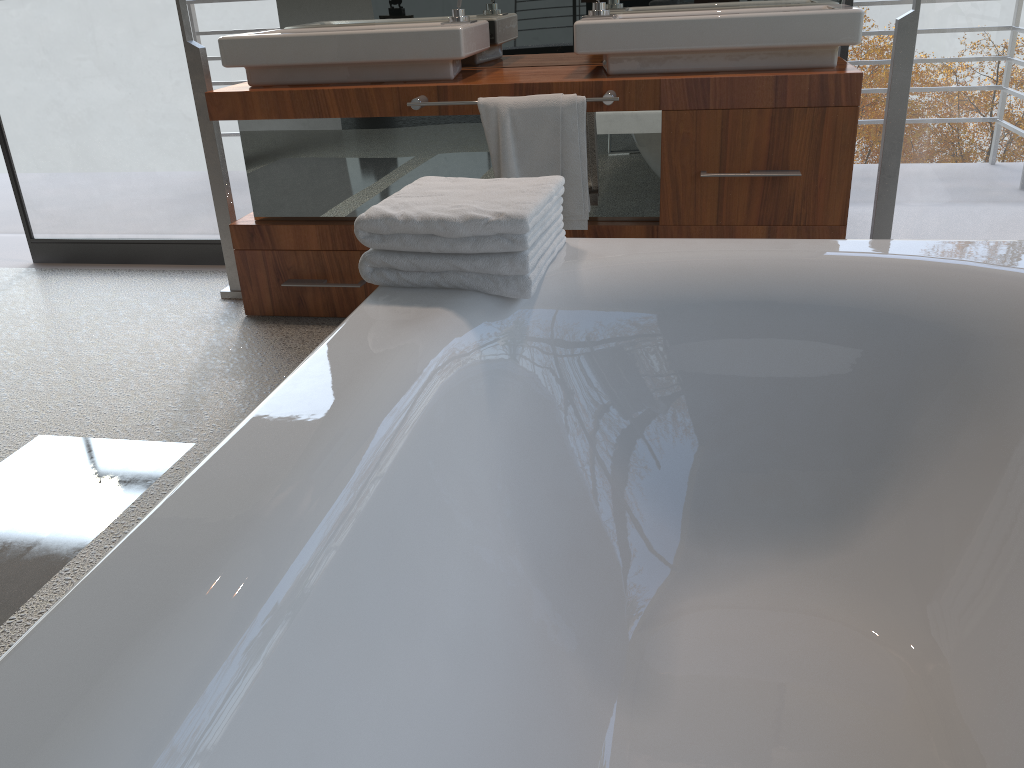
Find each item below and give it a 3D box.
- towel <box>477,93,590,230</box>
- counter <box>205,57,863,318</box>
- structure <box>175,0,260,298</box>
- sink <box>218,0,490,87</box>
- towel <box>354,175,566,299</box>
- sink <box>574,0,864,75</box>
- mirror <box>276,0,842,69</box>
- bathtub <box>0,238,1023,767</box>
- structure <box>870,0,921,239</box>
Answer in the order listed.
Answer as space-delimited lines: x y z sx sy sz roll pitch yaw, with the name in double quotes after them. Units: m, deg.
0.061 -0.605 2.443 0.302 0.367 0.080 2 25 12 "towel"
0.046 -0.589 2.758 1.848 0.702 0.526 2 25 11 "counter"
-0.888 -0.759 2.905 0.303 0.985 0.069 2 25 11 "structure"
-0.472 -1.070 2.706 0.750 0.265 0.353 2 25 11 "sink"
-0.081 -0.272 1.584 0.305 0.144 0.323 3 25 14 "towel"
0.568 -1.030 2.498 0.750 0.265 0.353 2 25 11 "sink"
0.089 -1.793 2.629 1.790 1.611 0.254 2 25 11 "mirror"
0.304 0.364 0.896 1.327 0.502 1.965 2 25 11 "bathtub"
0.983 -0.688 2.530 0.303 0.985 0.069 2 25 11 "structure"
